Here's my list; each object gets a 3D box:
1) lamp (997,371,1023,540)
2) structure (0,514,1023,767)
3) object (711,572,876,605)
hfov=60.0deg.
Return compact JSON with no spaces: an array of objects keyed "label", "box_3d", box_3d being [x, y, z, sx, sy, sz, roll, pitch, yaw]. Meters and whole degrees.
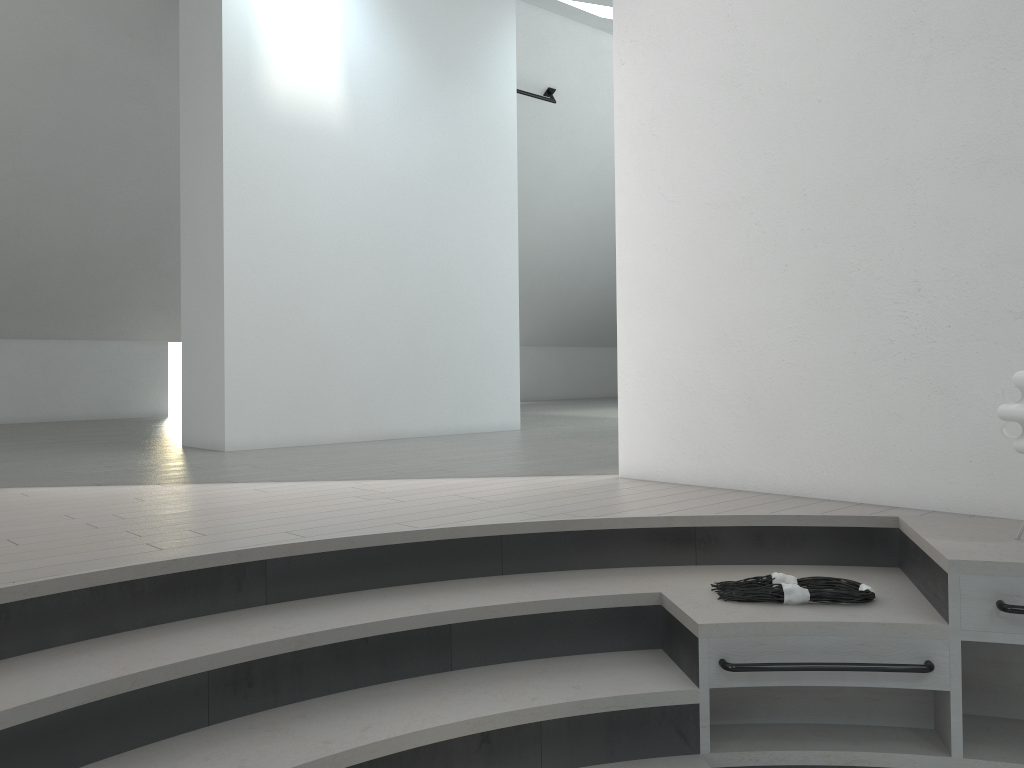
[{"label":"lamp","box_3d":[1.537,0.196,2.473,0.305,0.525,0.305,-1,0,36]},{"label":"structure","box_3d":[0.549,0.842,0.763,4.709,0.693,4.709,-1,1,2]},{"label":"object","box_3d":[0.839,0.620,2.655,0.473,0.082,0.218,0,1,10]}]
